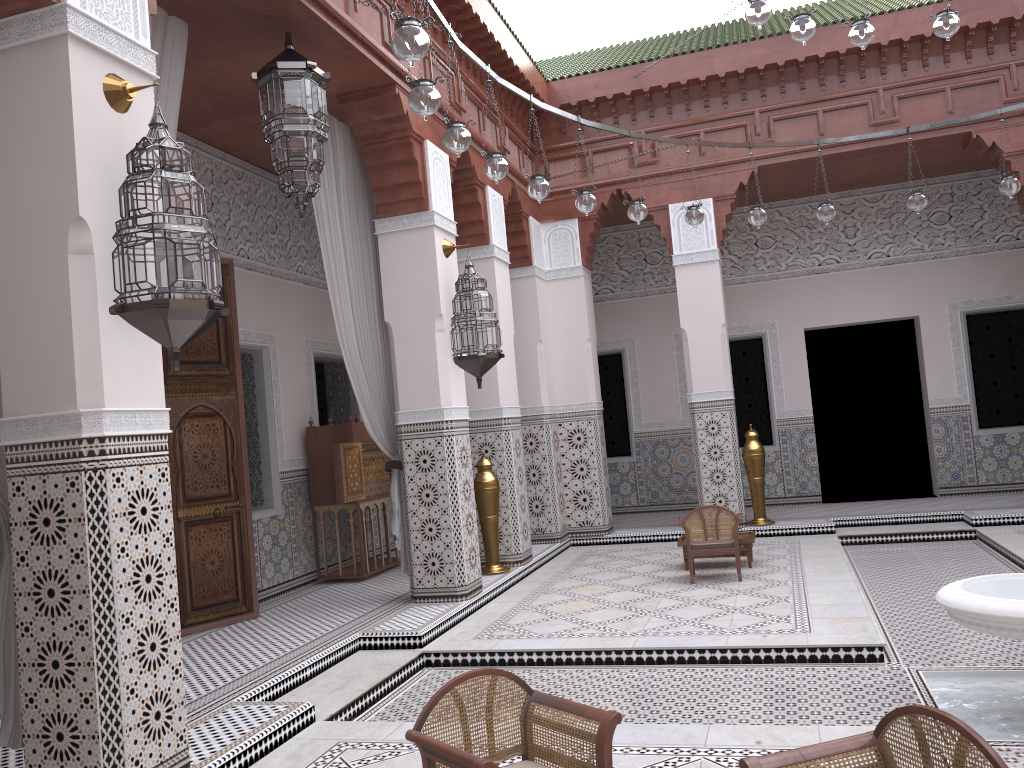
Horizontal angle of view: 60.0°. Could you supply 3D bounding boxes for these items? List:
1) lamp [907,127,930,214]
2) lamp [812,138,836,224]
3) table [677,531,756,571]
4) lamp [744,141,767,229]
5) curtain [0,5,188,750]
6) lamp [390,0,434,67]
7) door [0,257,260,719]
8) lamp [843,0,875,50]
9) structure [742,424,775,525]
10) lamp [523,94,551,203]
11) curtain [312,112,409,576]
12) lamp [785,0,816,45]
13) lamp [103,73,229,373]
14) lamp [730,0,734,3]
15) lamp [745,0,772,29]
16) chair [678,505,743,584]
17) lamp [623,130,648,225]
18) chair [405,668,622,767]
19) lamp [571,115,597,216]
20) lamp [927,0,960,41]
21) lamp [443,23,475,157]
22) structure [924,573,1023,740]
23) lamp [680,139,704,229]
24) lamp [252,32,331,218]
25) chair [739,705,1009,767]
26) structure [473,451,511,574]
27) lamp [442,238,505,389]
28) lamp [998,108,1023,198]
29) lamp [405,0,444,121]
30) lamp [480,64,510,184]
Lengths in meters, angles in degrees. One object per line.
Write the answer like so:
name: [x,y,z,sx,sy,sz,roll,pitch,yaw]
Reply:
lamp: [1.697,-0.900,3.741,0.091,0.371,0.090,-5,-3,1]
lamp: [1.326,-0.864,3.797,0.090,0.371,0.091,-8,-4,41]
table: [0.922,0.742,3.967,0.330,0.142,0.229,-6,-3,16]
lamp: [1.020,-0.839,3.752,0.090,0.371,0.091,-7,-3,31]
curtain: [-1.036,-0.147,1.820,0.048,1.761,1.304,-6,-3,16]
lamp: [-0.227,-0.825,1.804,0.090,0.371,0.091,-3,-4,-39]
door: [-1.413,0.178,2.926,0.419,1.461,1.244,-6,-3,16]
lamp: [1.104,-1.252,2.850,0.090,0.371,0.091,-7,-3,31]
structure: [1.325,0.487,4.825,0.156,0.539,0.156,-4,-3,-23]
lamp: [0.070,-0.792,2.997,0.090,0.371,0.091,-5,-3,-9]
curtain: [-0.484,-0.108,3.595,0.048,1.761,1.304,-6,-3,17]
lamp: [0.887,-1.236,2.772,0.090,0.371,0.091,-6,-3,11]
lamp: [-0.680,-0.330,1.737,0.217,0.618,0.216,-6,-3,16]
lamp: [0.577,-1.226,2.436,0.090,0.371,0.091,-4,-3,-14]
lamp: [0.706,-1.228,2.624,0.090,0.371,0.091,-5,-3,-9]
chair: [0.831,0.649,3.676,0.263,0.313,0.208,-6,-3,12]
lamp: [0.472,-0.804,3.466,0.090,0.371,0.091,-6,-3,16]
chair: [0.009,0.606,1.336,0.263,0.313,0.208,-3,-4,-38]
lamp: [0.251,-0.795,3.246,0.090,0.371,0.091,-5,-3,1]
lamp: [1.373,-1.276,2.840,0.091,0.371,0.090,-3,-3,-34]
lamp: [-0.170,-0.799,2.417,0.090,0.371,0.091,-3,-4,-39]
structure: [1.258,0.629,2.078,0.501,0.310,0.528,-6,-3,16]
lamp: [0.730,-0.818,3.641,0.090,0.371,0.091,-6,-3,16]
lamp: [-0.658,-0.786,2.689,0.220,0.571,0.221,-6,-3,16]
chair: [0.432,0.552,1.026,0.208,0.313,0.263,-4,-3,-17]
structure: [-0.107,0.574,4.007,0.156,0.539,0.156,-6,-3,22]
lamp: [-0.153,-0.289,3.496,0.217,0.618,0.216,-6,-3,16]
lamp: [2.005,-0.934,3.596,0.091,0.371,0.090,-5,-3,1]
lamp: [-0.229,-0.809,2.116,0.090,0.371,0.091,-4,-3,-29]
lamp: [-0.069,-0.793,2.717,0.090,0.371,0.091,-4,-3,-19]
